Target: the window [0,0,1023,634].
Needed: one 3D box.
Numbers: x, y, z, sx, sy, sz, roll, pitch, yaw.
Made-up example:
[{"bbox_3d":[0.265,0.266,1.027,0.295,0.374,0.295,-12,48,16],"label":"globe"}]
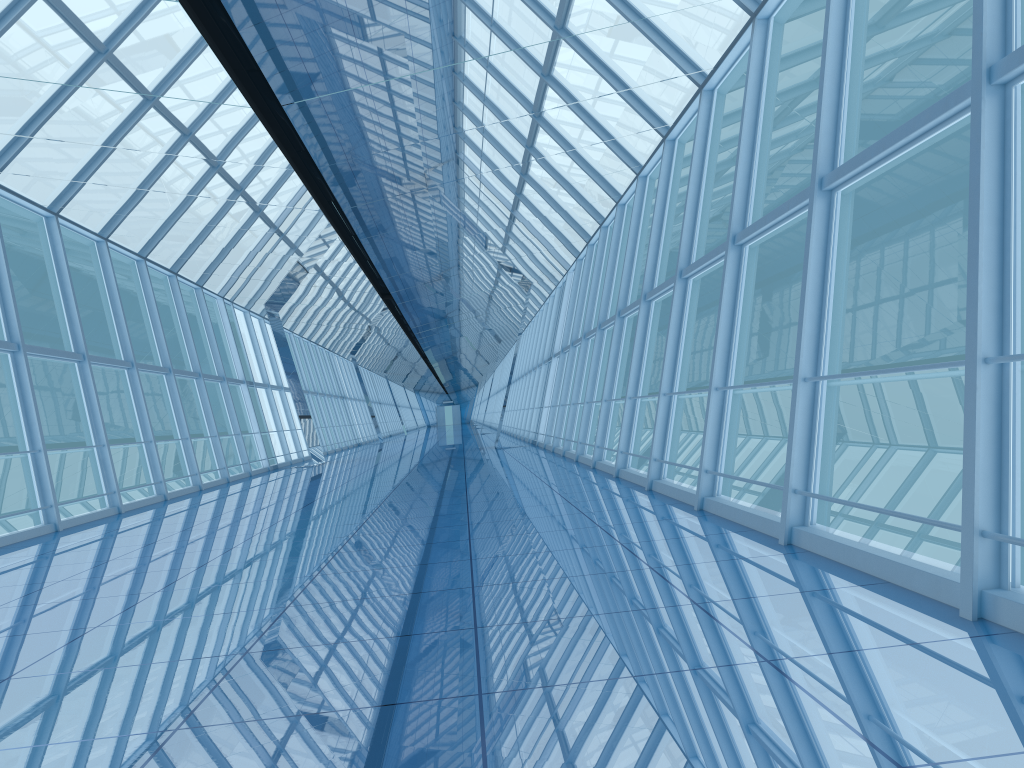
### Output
[{"bbox_3d":[-4.580,0.560,49.868,9.942,4.953,104.907,-5,-2,-4],"label":"window"}]
